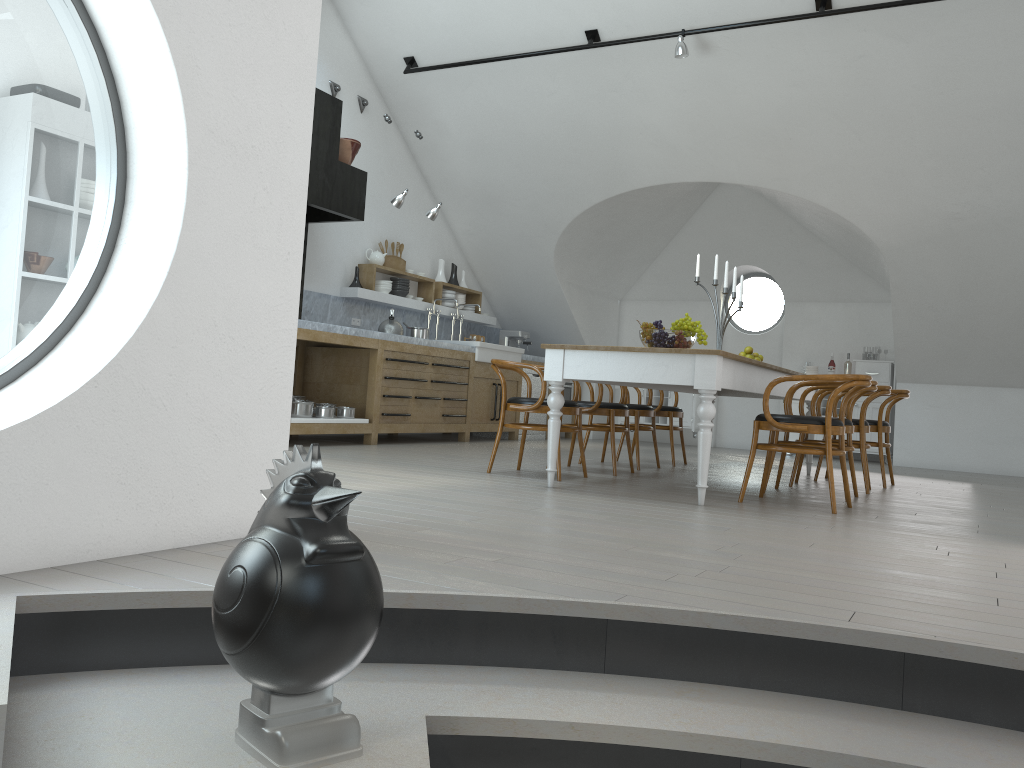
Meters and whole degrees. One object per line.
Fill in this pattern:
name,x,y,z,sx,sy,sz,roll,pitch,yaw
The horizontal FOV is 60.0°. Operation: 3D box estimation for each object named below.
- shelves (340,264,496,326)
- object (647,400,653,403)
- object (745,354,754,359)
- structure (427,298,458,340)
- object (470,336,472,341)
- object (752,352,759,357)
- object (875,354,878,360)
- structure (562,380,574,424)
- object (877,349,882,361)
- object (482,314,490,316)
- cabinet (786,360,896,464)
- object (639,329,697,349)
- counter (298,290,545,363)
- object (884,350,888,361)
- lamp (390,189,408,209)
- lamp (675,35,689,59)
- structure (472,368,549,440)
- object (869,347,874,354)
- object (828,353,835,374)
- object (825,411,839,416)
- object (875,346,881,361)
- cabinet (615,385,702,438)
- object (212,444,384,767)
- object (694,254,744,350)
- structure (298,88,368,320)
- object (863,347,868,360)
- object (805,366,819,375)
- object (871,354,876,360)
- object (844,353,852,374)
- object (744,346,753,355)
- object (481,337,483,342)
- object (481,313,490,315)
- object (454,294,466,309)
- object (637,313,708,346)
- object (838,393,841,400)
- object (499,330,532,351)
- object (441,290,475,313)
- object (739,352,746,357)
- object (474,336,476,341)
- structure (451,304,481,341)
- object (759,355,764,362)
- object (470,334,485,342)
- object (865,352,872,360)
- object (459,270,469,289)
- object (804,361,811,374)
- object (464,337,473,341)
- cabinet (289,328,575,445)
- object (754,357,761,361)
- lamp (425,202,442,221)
shelves,-1.418,-1.505,8.411,0.480,1.363,5.542,3,-1,22
object,1.767,0.233,11.190,0.082,0.085,0.317,3,-1,29
object,1.883,-0.204,7.032,0.071,0.064,0.072,3,-2,21
structure,-0.740,-0.651,9.519,0.333,0.530,0.214,3,-2,9
object,-0.481,-0.469,10.402,0.019,0.196,0.022,3,-2,16
object,1.944,-0.224,7.080,0.058,0.057,0.053,2,-2,43
object,4.215,-0.302,10.290,0.071,0.099,0.071,2,-2,36
structure,0.363,0.158,11.016,0.631,0.637,0.631,3,-2,28
object,4.224,-0.327,10.193,0.046,0.143,0.046,2,-3,39
object,-0.370,-0.827,10.718,0.213,0.025,0.213,4,-1,16
cabinet,3.843,0.300,10.408,1.243,1.155,0.609,3,-2,28
object,0.967,-0.244,5.514,0.360,0.160,0.359,4,-1,8
counter,-1.036,-0.671,8.721,0.962,0.620,6.565,3,-1,28
object,4.297,-0.322,10.191,0.046,0.143,0.046,2,-3,39
lamp,-1.011,-1.647,7.877,0.115,0.178,0.164,6,-2,-44
lamp,1.365,-2.707,7.112,0.112,0.175,0.114,4,-2,-9
structure,0.000,0.222,10.348,0.599,0.824,0.723,3,-2,28
object,4.202,-0.342,10.359,0.054,0.179,0.054,3,-2,22
object,3.773,-0.204,10.457,0.081,0.330,0.081,3,-2,24
object,3.759,0.335,10.391,0.156,0.085,0.330,3,-1,29
object,4.265,-0.342,10.346,0.063,0.187,0.063,3,-2,14
cabinet,1.874,0.249,11.240,1.135,0.790,0.496,3,-2,28
object,-0.402,0.393,1.682,0.320,0.563,0.320,4,-2,1
object,1.489,-0.559,6.365,0.265,0.876,0.774,4,-2,2
structure,-1.828,-1.436,7.366,0.781,1.887,1.074,3,-2,28
object,4.094,-0.345,10.260,0.048,0.169,0.048,5,-3,-29
object,3.564,-0.131,10.534,0.157,0.160,0.154,5,-2,-34
object,4.153,-0.300,10.234,0.077,0.085,0.077,3,-2,36
object,3.930,-0.196,10.367,0.085,0.331,0.085,4,-2,-13
object,1.897,-0.267,7.100,0.072,0.074,0.072,3,-2,28
object,-0.366,-0.463,10.599,0.040,0.192,0.042,4,-2,-12
object,-0.369,-0.835,10.719,0.213,0.025,0.213,4,-1,16
object,-0.612,-0.941,10.182,0.157,0.160,0.154,5,-2,-34
object,0.986,-0.306,5.492,0.393,0.284,0.292,4,-2,-8
object,3.836,0.144,10.368,0.085,0.085,0.330,3,-1,28
object,0.080,-0.481,10.844,0.387,0.321,0.324,3,-2,28
object,-0.633,-0.940,10.192,0.198,0.196,0.656,3,-1,28
object,1.845,-0.222,7.093,0.066,0.071,0.072,4,-2,-3
object,-0.444,-0.470,10.405,0.040,0.192,0.042,5,-3,-25
structure,-0.512,-0.631,9.949,0.333,0.530,0.214,3,-2,9
object,1.987,-0.204,7.115,0.063,0.063,0.062,4,-2,-10
object,-0.416,-0.474,10.587,0.104,0.223,0.200,3,-2,28
object,4.089,-0.315,10.177,0.081,0.105,0.081,4,-2,-24
object,-0.570,-1.215,10.340,0.156,0.219,0.156,3,-2,9
object,3.584,-0.173,10.780,0.115,0.209,0.065,3,-3,30
object,-0.512,-0.457,10.385,0.100,0.171,0.172,3,-2,30
cabinet,-1.105,0.145,8.612,1.004,1.023,6.418,3,-1,28
object,1.942,-0.180,7.045,0.071,0.072,0.070,4,-2,-7
lamp,-0.737,-1.627,8.385,0.169,0.176,0.112,3,-2,20
